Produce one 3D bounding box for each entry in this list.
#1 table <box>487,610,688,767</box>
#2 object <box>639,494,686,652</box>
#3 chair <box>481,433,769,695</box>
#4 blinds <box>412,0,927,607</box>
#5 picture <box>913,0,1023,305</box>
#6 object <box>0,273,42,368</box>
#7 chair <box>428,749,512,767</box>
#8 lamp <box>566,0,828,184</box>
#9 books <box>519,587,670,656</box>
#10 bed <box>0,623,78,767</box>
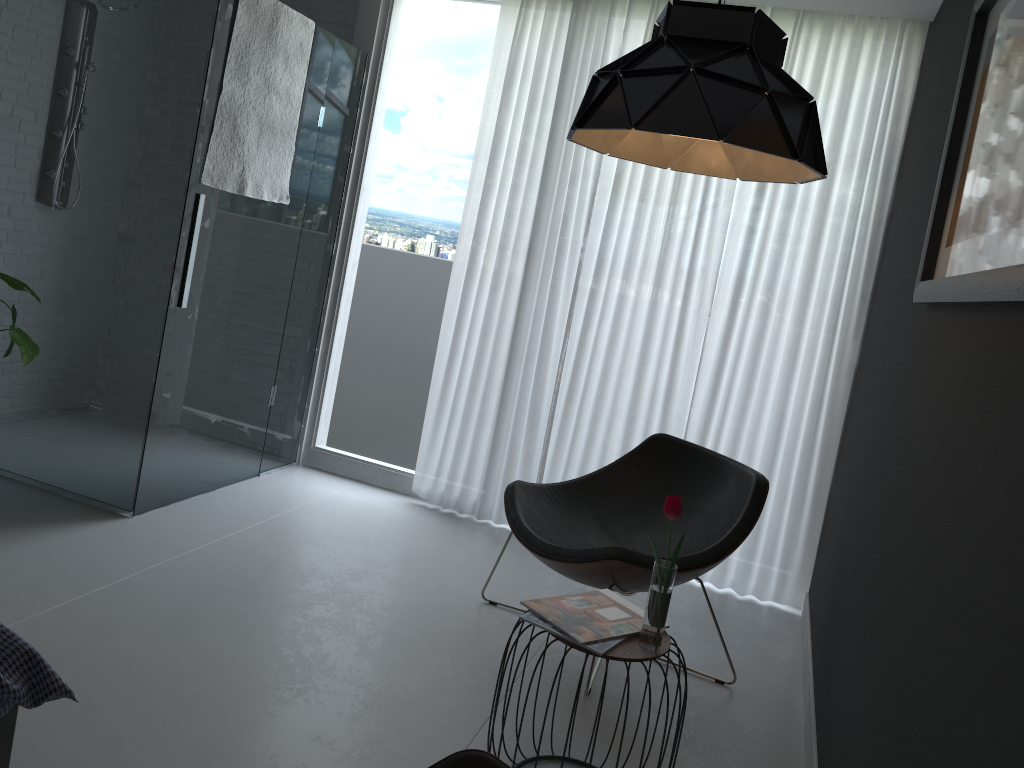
[{"bbox_3d":[0.180,0.793,2.137,0.450,0.433,0.455,10,6,-6],"label":"table"},{"bbox_3d":[0.341,0.435,2.038,0.076,0.354,0.067,8,5,-41],"label":"object"},{"bbox_3d":[0.399,0.560,3.091,0.809,0.687,0.800,7,7,-30],"label":"chair"},{"bbox_3d":[0.620,-0.558,3.921,1.862,2.684,0.136,12,4,17],"label":"blinds"},{"bbox_3d":[0.740,-0.462,1.159,0.041,0.718,1.954,12,8,16],"label":"picture"},{"bbox_3d":[-2.163,-0.098,3.018,0.860,1.043,0.986,15,7,35],"label":"object"},{"bbox_3d":[-0.043,0.786,1.031,0.822,0.687,0.787,16,8,38],"label":"chair"},{"bbox_3d":[0.501,-0.966,2.028,0.588,0.898,0.605,14,6,35],"label":"lamp"},{"bbox_3d":[-3.685,0.052,1.885,8.225,0.370,0.409,10,6,-4],"label":"books"},{"bbox_3d":[-2.064,-0.299,1.108,2.621,2.032,2.563,13,7,17],"label":"bed"}]
